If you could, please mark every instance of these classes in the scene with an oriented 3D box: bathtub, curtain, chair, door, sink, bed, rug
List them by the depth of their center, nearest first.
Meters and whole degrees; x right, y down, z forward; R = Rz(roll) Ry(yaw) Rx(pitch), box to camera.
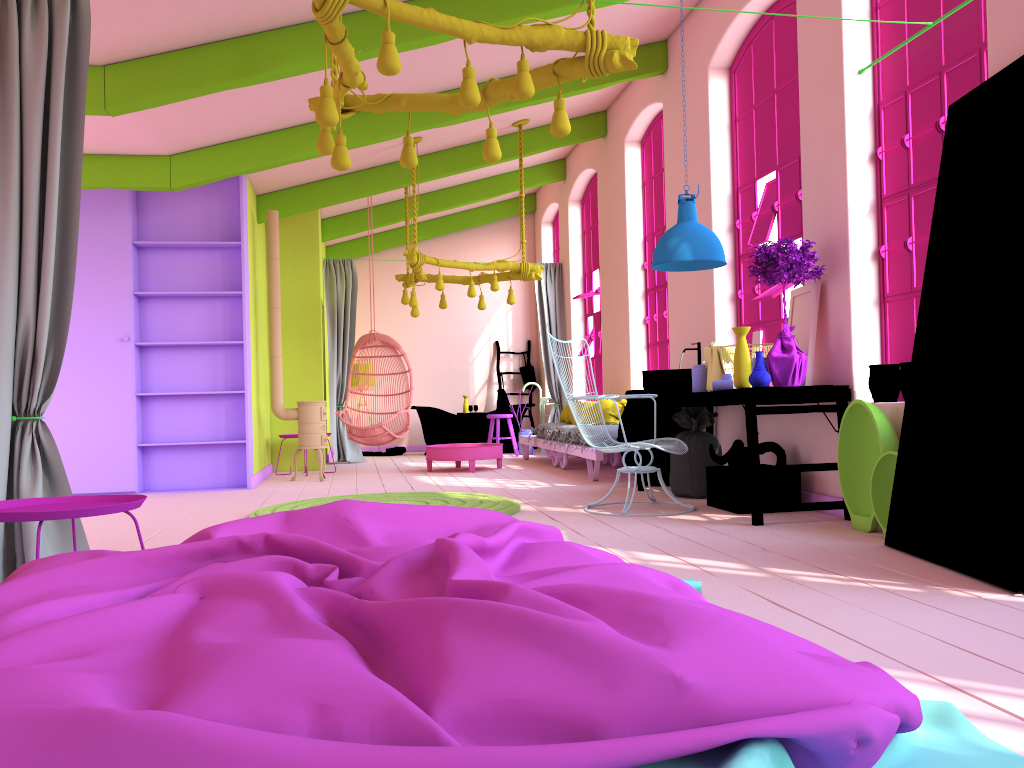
[{"bbox_3d":[-0.308,0.565,1.814,2.802,0.514,3.577,-1,-1,-10],"label":"bed"},{"bbox_3d":[-2.050,-0.494,3.776,0.518,2.785,0.525,-1,-1,-29],"label":"curtain"},{"bbox_3d":[2.059,-0.306,3.871,0.450,2.210,1.153,-2,-1,0],"label":"door"},{"bbox_3d":[0.795,0.256,6.177,0.925,1.238,1.078,-2,-1,25],"label":"chair"},{"bbox_3d":[-0.892,0.896,6.331,1.888,0.050,1.889,-1,-1,-23],"label":"rug"},{"bbox_3d":[1.252,-0.027,6.960,0.340,0.194,0.609,-1,-1,-10],"label":"sink"},{"bbox_3d":[-1.623,-0.842,10.295,0.860,3.129,0.806,-2,0,10],"label":"chair"},{"bbox_3d":[-2.293,-0.343,11.958,0.518,2.785,0.525,-1,-1,-29],"label":"curtain"},{"bbox_3d":[-0.176,0.719,12.263,0.472,0.593,0.446,-1,-1,-41],"label":"chair"},{"bbox_3d":[0.602,-0.355,12.468,0.518,2.785,0.525,-2,0,9],"label":"curtain"},{"bbox_3d":[-0.574,0.674,13.316,1.889,0.740,0.826,-1,-1,-10],"label":"bathtub"}]

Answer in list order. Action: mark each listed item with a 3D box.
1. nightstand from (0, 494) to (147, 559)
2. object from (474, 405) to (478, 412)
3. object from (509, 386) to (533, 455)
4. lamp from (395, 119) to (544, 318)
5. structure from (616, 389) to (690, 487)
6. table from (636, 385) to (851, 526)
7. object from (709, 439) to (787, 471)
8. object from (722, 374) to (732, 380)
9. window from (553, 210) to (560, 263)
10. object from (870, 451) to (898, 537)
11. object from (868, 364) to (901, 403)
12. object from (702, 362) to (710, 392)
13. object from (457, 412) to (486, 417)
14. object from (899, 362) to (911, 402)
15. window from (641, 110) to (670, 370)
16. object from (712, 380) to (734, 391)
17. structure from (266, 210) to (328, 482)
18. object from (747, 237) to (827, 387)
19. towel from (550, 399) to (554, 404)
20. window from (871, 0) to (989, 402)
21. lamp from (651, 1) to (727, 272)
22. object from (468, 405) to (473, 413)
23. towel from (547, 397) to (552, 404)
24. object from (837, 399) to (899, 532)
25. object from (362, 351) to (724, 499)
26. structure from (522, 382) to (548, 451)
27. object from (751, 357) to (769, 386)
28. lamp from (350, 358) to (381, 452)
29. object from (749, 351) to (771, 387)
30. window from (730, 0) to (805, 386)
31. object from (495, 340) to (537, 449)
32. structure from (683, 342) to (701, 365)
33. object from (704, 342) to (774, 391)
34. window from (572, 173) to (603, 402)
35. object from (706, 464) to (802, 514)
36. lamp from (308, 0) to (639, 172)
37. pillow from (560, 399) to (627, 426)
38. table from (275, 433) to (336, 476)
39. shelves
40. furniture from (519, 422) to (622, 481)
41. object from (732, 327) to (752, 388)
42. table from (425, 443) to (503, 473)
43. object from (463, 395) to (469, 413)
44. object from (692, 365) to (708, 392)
[{"bbox_3d":[-1.611,0.646,3.147,0.596,0.458,0.596,-2,-1,27],"label":"nightstand"},{"bbox_3d":[-0.541,0.401,13.293,0.069,0.170,0.069,-2,-1,9],"label":"object"},{"bbox_3d":[0.152,0.517,12.672,0.451,0.987,0.277,-2,-1,34],"label":"object"},{"bbox_3d":[-0.748,-1.884,10.069,1.610,2.264,1.776,-1,-1,-28],"label":"lamp"},{"bbox_3d":[1.282,0.469,7.833,0.718,0.844,0.718,-1,-1,-43],"label":"structure"},{"bbox_3d":[1.547,0.444,6.347,0.655,0.820,2.193,-1,-1,-10],"label":"table"},{"bbox_3d":[1.637,0.616,6.182,0.300,0.448,0.672,-1,-1,-35],"label":"object"},{"bbox_3d":[1.483,-0.011,6.112,0.065,0.118,0.065,-2,-1,38],"label":"object"},{"bbox_3d":[0.801,-1.209,13.434,0.072,3.047,1.275,-1,-1,-10],"label":"window"},{"bbox_3d":[2.022,0.577,4.606,0.137,0.462,0.284,-1,-1,-25],"label":"object"},{"bbox_3d":[2.192,-0.004,5.211,0.182,0.222,0.182,-1,-1,-33],"label":"object"},{"bbox_3d":[1.498,-0.061,6.767,0.165,0.250,0.411,-2,-1,25],"label":"object"},{"bbox_3d":[-0.612,0.464,13.313,0.360,0.068,1.323,-1,-1,-10],"label":"object"},{"bbox_3d":[2.244,-0.011,4.918,0.182,0.222,0.182,-1,-1,-28],"label":"object"},{"bbox_3d":[1.570,-1.312,9.140,0.072,3.047,1.275,-1,-1,-10],"label":"window"},{"bbox_3d":[1.435,0.013,6.036,0.137,0.076,0.076,-2,-1,10],"label":"object"},{"bbox_3d":[-2.220,-0.395,9.330,0.577,2.814,0.403,-2,0,7],"label":"structure"},{"bbox_3d":[1.715,-0.451,5.582,0.503,0.950,0.441,-2,-1,40],"label":"object"},{"bbox_3d":[0.724,0.244,13.390,0.247,0.102,0.262,-1,-1,-19],"label":"towel"},{"bbox_3d":[2.343,-1.415,4.829,0.072,3.047,1.275,-1,-1,-10],"label":"window"},{"bbox_3d":[1.224,-1.834,6.286,0.529,2.002,0.529,-2,-1,21],"label":"lamp"},{"bbox_3d":[-0.611,0.399,13.115,0.069,0.170,0.069,-2,-1,9],"label":"object"},{"bbox_3d":[0.677,0.250,13.653,0.262,0.102,0.247,-1,-1,-9],"label":"towel"},{"bbox_3d":[2.033,0.449,4.943,0.218,0.733,0.451,-1,-1,-10],"label":"object"},{"bbox_3d":[-0.365,0.193,10.330,2.826,1.580,7.866,-1,-1,-10],"label":"object"},{"bbox_3d":[0.409,0.497,13.475,0.452,1.061,0.254,-2,-1,33],"label":"structure"},{"bbox_3d":[1.589,-0.070,5.681,0.109,0.197,0.109,-2,-1,27],"label":"object"},{"bbox_3d":[-2.332,0.346,13.643,0.491,1.466,0.476,-2,-1,20],"label":"lamp"},{"bbox_3d":[1.505,-0.089,5.394,0.132,0.219,0.132,-2,-1,7],"label":"object"},{"bbox_3d":[2.010,-1.361,6.719,0.492,3.003,1.497,-1,-1,-10],"label":"window"},{"bbox_3d":[0.063,0.172,14.181,0.603,1.764,0.410,-1,0,-10],"label":"object"},{"bbox_3d":[1.428,-0.130,7.018,0.166,0.396,0.087,-2,0,-1],"label":"structure"},{"bbox_3d":[1.611,-0.131,6.341,0.444,0.369,0.633,-1,-1,-10],"label":"object"},{"bbox_3d":[1.138,-1.244,11.555,0.551,3.009,1.514,-1,-1,-10],"label":"window"},{"bbox_3d":[1.634,0.707,6.033,0.446,0.277,0.522,-1,-1,-10],"label":"object"},{"bbox_3d":[-0.506,-2.194,4.484,1.610,2.264,1.776,-1,-1,-28],"label":"lamp"},{"bbox_3d":[0.921,0.326,10.170,0.578,0.399,1.998,-1,-1,-10],"label":"pillow"},{"bbox_3d":[-2.360,0.800,10.143,0.596,0.458,0.596,-2,-1,27],"label":"table"},{"bbox_3d":[-3.444,-0.513,8.361,1.841,3.104,0.384,-1,0,-10],"label":"shelves"},{"bbox_3d":[0.780,0.692,10.056,0.907,0.507,3.776,-1,-1,-10],"label":"furniture"},{"bbox_3d":[1.450,-0.165,5.587,0.116,0.383,0.116,-1,-1,-36],"label":"object"},{"bbox_3d":[-0.540,0.838,10.110,0.885,0.285,0.885,-2,-1,16],"label":"table"},{"bbox_3d":[-0.688,0.332,13.269,0.097,0.321,0.097,-2,0,1],"label":"object"},{"bbox_3d":[1.370,-0.039,6.477,0.109,0.197,0.109,-1,-1,-18],"label":"object"}]
